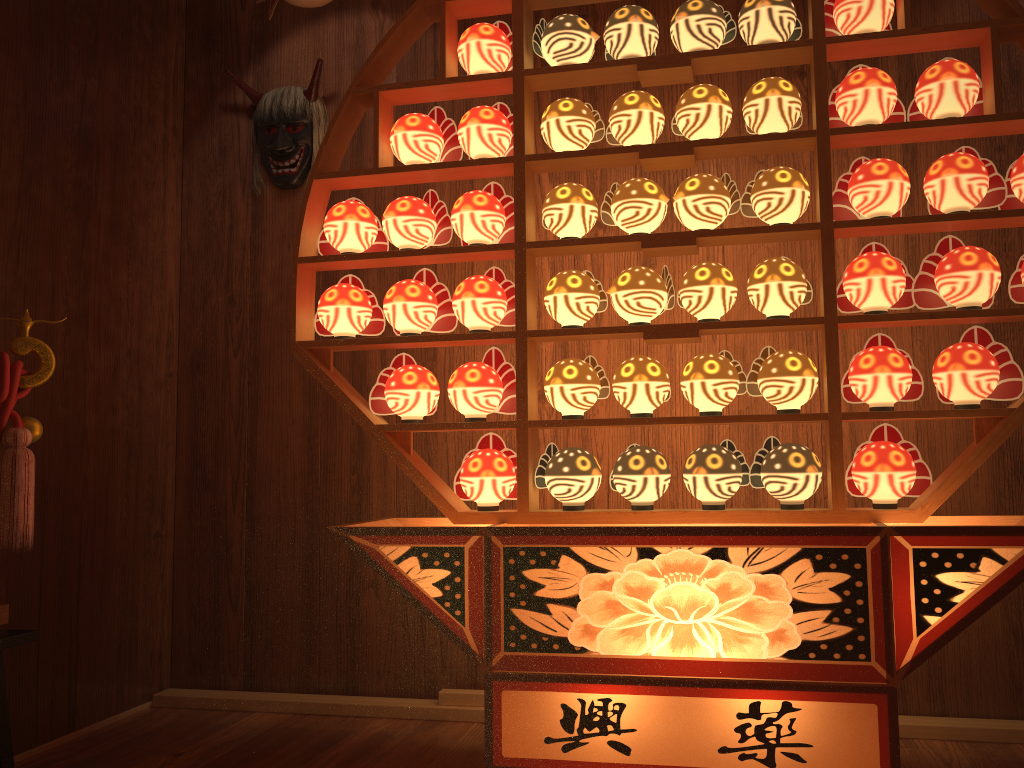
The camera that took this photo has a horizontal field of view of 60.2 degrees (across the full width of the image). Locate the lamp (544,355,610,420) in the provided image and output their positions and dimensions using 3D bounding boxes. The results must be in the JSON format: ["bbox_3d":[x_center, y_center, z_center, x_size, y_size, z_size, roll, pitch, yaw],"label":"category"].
[{"bbox_3d":[0.143,0.006,2.176,0.134,0.167,0.162,-6,-7,43],"label":"lamp"}]

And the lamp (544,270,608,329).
[{"bbox_3d":[0.144,-0.214,2.192,0.135,0.167,0.162,-4,-6,34],"label":"lamp"}]

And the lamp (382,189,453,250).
[{"bbox_3d":[-0.274,-0.431,2.300,0.175,0.191,0.162,-6,-7,43],"label":"lamp"}]

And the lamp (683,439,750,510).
[{"bbox_3d":[0.470,0.213,2.091,0.134,0.167,0.162,-6,-7,43],"label":"lamp"}]

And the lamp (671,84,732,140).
[{"bbox_3d":[0.472,-0.664,2.163,0.140,0.167,0.155,0,-5,-6],"label":"lamp"}]

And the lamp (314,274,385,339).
[{"bbox_3d":[-0.438,-0.208,2.311,0.190,0.195,0.156,-1,-5,-2],"label":"lamp"}]

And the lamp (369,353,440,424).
[{"bbox_3d":[-0.252,0.007,2.261,0.191,0.194,0.152,2,-6,-27],"label":"lamp"}]

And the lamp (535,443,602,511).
[{"bbox_3d":[0.156,0.224,2.157,0.151,0.167,0.144,-6,-7,43],"label":"lamp"}]

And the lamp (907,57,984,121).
[{"bbox_3d":[1.009,-0.696,2.054,0.184,0.195,0.161,-3,-6,28],"label":"lamp"}]

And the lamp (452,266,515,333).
[{"bbox_3d":[-0.086,-0.218,2.240,0.177,0.192,0.161,-3,-6,28],"label":"lamp"}]

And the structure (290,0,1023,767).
[{"bbox_3d":[0.388,-0.151,2.138,1.934,2.195,0.497,-2,-5,12],"label":"structure"}]

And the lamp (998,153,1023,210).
[{"bbox_3d":[1.202,-0.486,1.996,0.194,0.200,0.161,-3,-6,28],"label":"lamp"}]

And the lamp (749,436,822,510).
[{"bbox_3d":[0.654,0.204,2.055,0.143,0.173,0.153,1,-5,-21],"label":"lamp"}]

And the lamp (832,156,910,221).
[{"bbox_3d":[0.861,-0.468,2.066,0.191,0.187,0.155,0,-5,-7],"label":"lamp"}]

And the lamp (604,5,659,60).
[{"bbox_3d":[0.299,-0.875,2.216,0.139,0.161,0.157,-1,-5,4],"label":"lamp"}]

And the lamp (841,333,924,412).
[{"bbox_3d":[0.845,-0.031,2.030,0.181,0.194,0.161,-3,-6,23],"label":"lamp"}]

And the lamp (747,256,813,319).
[{"bbox_3d":[0.625,-0.233,2.094,0.135,0.173,0.161,-3,-6,29],"label":"lamp"}]

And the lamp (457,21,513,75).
[{"bbox_3d":[-0.076,-0.881,2.294,0.194,0.200,0.161,-3,-6,28],"label":"lamp"}]

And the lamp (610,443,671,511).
[{"bbox_3d":[0.313,0.221,2.120,0.140,0.161,0.155,0,-5,-6],"label":"lamp"}]

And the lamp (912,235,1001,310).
[{"bbox_3d":[1.039,-0.261,2.011,0.201,0.200,0.156,-1,-5,-2],"label":"lamp"}]

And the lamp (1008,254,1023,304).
[{"bbox_3d":[1.215,-0.263,1.974,0.178,0.192,0.161,-3,-6,23],"label":"lamp"}]

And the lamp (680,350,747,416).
[{"bbox_3d":[0.467,-0.005,2.110,0.134,0.167,0.162,-6,-7,43],"label":"lamp"}]

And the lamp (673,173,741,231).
[{"bbox_3d":[0.456,-0.443,2.158,0.161,0.167,0.136,1,-5,-22],"label":"lamp"}]

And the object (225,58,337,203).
[{"bbox_3d":[-0.772,-0.835,2.978,0.358,0.453,0.140,-2,-5,12],"label":"object"}]

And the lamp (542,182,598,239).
[{"bbox_3d":[0.147,-0.434,2.207,0.140,0.167,0.155,0,-5,-6],"label":"lamp"}]

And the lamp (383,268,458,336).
[{"bbox_3d":[-0.266,-0.216,2.276,0.195,0.200,0.161,-3,-6,23],"label":"lamp"}]

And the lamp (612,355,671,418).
[{"bbox_3d":[0.311,0.003,2.137,0.137,0.161,0.159,-2,-5,14],"label":"lamp"}]

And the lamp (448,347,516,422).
[{"bbox_3d":[-0.098,-0.002,2.222,0.193,0.200,0.162,-5,-6,38],"label":"lamp"}]

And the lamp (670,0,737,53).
[{"bbox_3d":[0.455,-0.883,2.191,0.162,0.167,0.134,3,-6,-36],"label":"lamp"}]

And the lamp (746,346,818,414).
[{"bbox_3d":[0.651,-0.014,2.071,0.143,0.173,0.153,1,-5,-21],"label":"lamp"}]

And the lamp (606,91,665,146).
[{"bbox_3d":[0.312,-0.656,2.196,0.140,0.161,0.155,0,-5,-6],"label":"lamp"}]

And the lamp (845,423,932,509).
[{"bbox_3d":[0.845,0.185,2.016,0.189,0.197,0.161,-3,-6,28],"label":"lamp"}]

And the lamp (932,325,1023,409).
[{"bbox_3d":[1.020,-0.041,1.997,0.162,0.200,0.193,4,-7,-41],"label":"lamp"}]

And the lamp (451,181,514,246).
[{"bbox_3d":[-0.091,-0.441,2.260,0.194,0.200,0.161,-3,-6,28],"label":"lamp"}]

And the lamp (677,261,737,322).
[{"bbox_3d":[0.473,-0.225,2.124,0.140,0.167,0.156,-1,-5,-1],"label":"lamp"}]

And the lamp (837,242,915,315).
[{"bbox_3d":[0.839,-0.252,2.051,0.185,0.195,0.161,-3,-6,23],"label":"lamp"}]

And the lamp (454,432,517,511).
[{"bbox_3d":[-0.061,0.216,2.200,0.194,0.197,0.157,-1,-5,3],"label":"lamp"}]

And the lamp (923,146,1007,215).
[{"bbox_3d":[1.019,-0.475,2.036,0.175,0.191,0.162,-6,-7,43],"label":"lamp"}]

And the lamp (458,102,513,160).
[{"bbox_3d":[-0.075,-0.659,2.275,0.184,0.195,0.161,-3,-6,28],"label":"lamp"}]

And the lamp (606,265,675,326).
[{"bbox_3d":[0.303,-0.216,2.167,0.159,0.161,0.137,0,-5,-12],"label":"lamp"}]

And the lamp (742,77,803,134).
[{"bbox_3d":[0.625,-0.672,2.130,0.137,0.173,0.160,-2,-5,19],"label":"lamp"}]

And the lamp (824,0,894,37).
[{"bbox_3d":[0.841,-0.912,2.107,0.201,0.200,0.156,-1,-5,-2],"label":"lamp"}]

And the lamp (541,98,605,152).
[{"bbox_3d":[0.136,-0.652,2.234,0.134,0.167,0.162,-6,-7,43],"label":"lamp"}]

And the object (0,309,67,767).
[{"bbox_3d":[-1.253,0.159,1.486,0.598,1.514,0.821,-2,-5,14],"label":"object"}]

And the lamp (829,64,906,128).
[{"bbox_3d":[0.836,-0.693,2.088,0.197,0.200,0.159,-2,-5,13],"label":"lamp"}]

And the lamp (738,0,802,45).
[{"bbox_3d":[0.618,-0.892,2.152,0.135,0.173,0.161,-3,-6,29],"label":"lamp"}]

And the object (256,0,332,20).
[{"bbox_3d":[-0.511,-1.076,2.148,0.353,0.311,0.246,-5,-7,39],"label":"object"}]

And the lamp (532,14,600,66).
[{"bbox_3d":[0.151,-0.872,2.259,0.152,0.167,0.143,-3,-6,28],"label":"lamp"}]

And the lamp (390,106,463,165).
[{"bbox_3d":[-0.256,-0.655,2.315,0.193,0.200,0.162,-5,-6,38],"label":"lamp"}]

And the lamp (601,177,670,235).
[{"bbox_3d":[0.320,-0.436,2.180,0.151,0.161,0.144,-6,-7,43],"label":"lamp"}]

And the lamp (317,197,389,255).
[{"bbox_3d":[-0.425,-0.423,2.328,0.191,0.187,0.155,0,-5,-7],"label":"lamp"}]

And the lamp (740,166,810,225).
[{"bbox_3d":[0.645,-0.453,2.111,0.142,0.173,0.154,1,-5,-16],"label":"lamp"}]
